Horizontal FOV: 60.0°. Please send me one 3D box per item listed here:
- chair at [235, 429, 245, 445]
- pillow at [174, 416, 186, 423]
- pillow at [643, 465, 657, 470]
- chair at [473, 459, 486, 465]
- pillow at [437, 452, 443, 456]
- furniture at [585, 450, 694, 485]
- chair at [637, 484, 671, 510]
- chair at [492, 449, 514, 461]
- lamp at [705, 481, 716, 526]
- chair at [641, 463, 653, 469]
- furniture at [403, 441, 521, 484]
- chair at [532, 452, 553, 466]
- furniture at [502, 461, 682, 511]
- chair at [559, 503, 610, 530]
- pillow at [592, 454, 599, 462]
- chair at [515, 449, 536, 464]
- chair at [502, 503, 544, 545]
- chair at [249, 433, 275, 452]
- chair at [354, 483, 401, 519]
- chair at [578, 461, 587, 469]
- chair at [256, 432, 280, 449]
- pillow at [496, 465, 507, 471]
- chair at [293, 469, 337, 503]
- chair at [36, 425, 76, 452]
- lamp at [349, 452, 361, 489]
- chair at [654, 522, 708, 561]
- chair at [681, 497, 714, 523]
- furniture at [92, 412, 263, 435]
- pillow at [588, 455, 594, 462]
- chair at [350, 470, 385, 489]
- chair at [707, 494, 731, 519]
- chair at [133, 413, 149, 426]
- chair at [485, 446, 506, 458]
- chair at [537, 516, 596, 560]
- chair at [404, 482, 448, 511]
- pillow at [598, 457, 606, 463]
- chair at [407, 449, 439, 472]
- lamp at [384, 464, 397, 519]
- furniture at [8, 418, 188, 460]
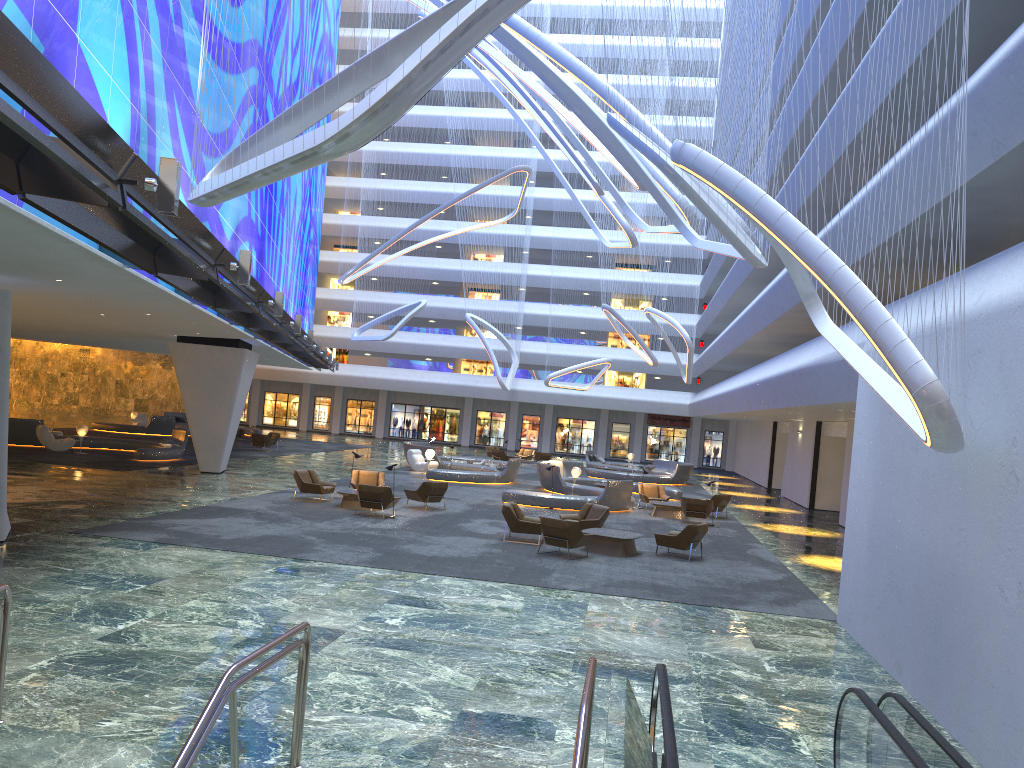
[{"bbox_3d":[-13.198,2.524,42.121,0.930,0.766,0.938,5,-1,-19],"label":"chair"},{"bbox_3d":[-19.165,2.051,51.177,0.315,0.386,0.786,5,-1,24],"label":"pillow"},{"bbox_3d":[6.983,4.218,44.920,0.693,0.262,0.876,6,-2,-30],"label":"pillow"},{"bbox_3d":[-1.952,3.572,39.562,1.787,0.501,0.585,6,-1,-28],"label":"chair"},{"bbox_3d":[-3.482,3.237,41.058,0.444,0.207,0.444,6,-2,-31],"label":"pillow"},{"bbox_3d":[6.325,4.212,45.245,5.184,0.969,9.933,5,-2,5],"label":"furniture"},{"bbox_3d":[4.573,3.686,28.793,0.930,0.766,0.938,5,-1,-9],"label":"chair"},{"bbox_3d":[-0.536,3.745,45.410,0.940,0.766,0.928,6,-1,-41],"label":"chair"},{"bbox_3d":[5.666,3.408,25.423,0.383,1.300,0.202,5,0,25],"label":"lamp"},{"bbox_3d":[7.304,4.464,46.241,0.937,0.766,0.931,4,-1,41],"label":"chair"},{"bbox_3d":[-2.264,3.199,36.998,5.185,0.969,9.931,5,-2,0],"label":"furniture"},{"bbox_3d":[1.608,3.976,46.754,0.930,0.766,0.938,5,-1,-14],"label":"chair"},{"bbox_3d":[2.476,3.423,30.601,5.180,0.969,9.941,4,-2,25],"label":"furniture"},{"bbox_3d":[1.689,3.174,20.449,0.940,0.766,0.928,6,-1,-30],"label":"chair"},{"bbox_3d":[4.602,4.051,48.573,0.315,0.386,0.786,5,-1,23],"label":"pillow"},{"bbox_3d":[0.733,3.952,48.511,0.928,0.766,0.940,5,-1,27],"label":"chair"},{"bbox_3d":[0.264,3.007,19.102,0.938,0.766,0.930,5,-1,10],"label":"chair"},{"bbox_3d":[-11.281,2.624,39.886,0.929,0.766,0.939,5,-1,6],"label":"chair"},{"bbox_3d":[-3.219,2.758,21.040,0.929,0.766,0.939,5,-1,14],"label":"chair"},{"bbox_3d":[3.551,4.241,45.486,0.586,0.501,0.492,4,-1,42],"label":"chair"},{"bbox_3d":[-11.510,2.664,41.837,0.940,0.766,0.928,6,-1,-44],"label":"chair"},{"bbox_3d":[-0.164,3.252,34.057,0.692,0.262,0.878,5,-2,16],"label":"pillow"},{"bbox_3d":[-5.161,2.649,23.083,0.938,0.766,0.930,5,-1,16],"label":"chair"},{"bbox_3d":[-15.776,1.885,30.641,1.159,0.882,0.728,6,-1,-38],"label":"chair"},{"bbox_3d":[-4.306,2.487,24.129,0.201,1.300,0.384,5,0,25],"label":"lamp"},{"bbox_3d":[3.587,3.290,18.775,0.937,0.766,0.931,4,-1,33],"label":"chair"},{"bbox_3d":[5.314,3.651,25.526,0.929,0.766,0.939,5,-1,14],"label":"chair"},{"bbox_3d":[-18.163,2.137,48.194,5.179,0.969,9.941,4,-2,25],"label":"furniture"},{"bbox_3d":[4.390,4.056,48.568,0.295,0.369,0.770,5,-1,21],"label":"pillow"},{"bbox_3d":[-3.961,2.793,24.308,0.930,0.766,0.938,5,-1,-9],"label":"chair"},{"bbox_3d":[6.296,3.809,27.863,0.937,0.766,0.931,4,-1,41],"label":"chair"},{"bbox_3d":[-19.897,2.041,47.579,0.730,0.882,1.155,6,-1,-38],"label":"chair"},{"bbox_3d":[-0.951,3.794,48.203,0.931,0.766,0.937,6,-1,-38],"label":"chair"},{"bbox_3d":[1.041,3.028,17.572,0.928,0.766,0.940,4,-1,35],"label":"chair"},{"bbox_3d":[-2.237,2.917,23.378,0.937,0.766,0.931,4,-1,41],"label":"chair"},{"bbox_3d":[4.838,4.172,48.834,0.686,0.280,0.873,7,-2,-45],"label":"pillow"},{"bbox_3d":[-3.598,3.118,35.711,1.155,0.882,0.730,5,-1,27],"label":"chair"},{"bbox_3d":[-2.868,2.516,20.937,0.383,1.300,0.202,5,0,25],"label":"lamp"},{"bbox_3d":[-16.382,1.808,32.375,9.915,0.969,5.193,4,-2,25],"label":"furniture"}]
